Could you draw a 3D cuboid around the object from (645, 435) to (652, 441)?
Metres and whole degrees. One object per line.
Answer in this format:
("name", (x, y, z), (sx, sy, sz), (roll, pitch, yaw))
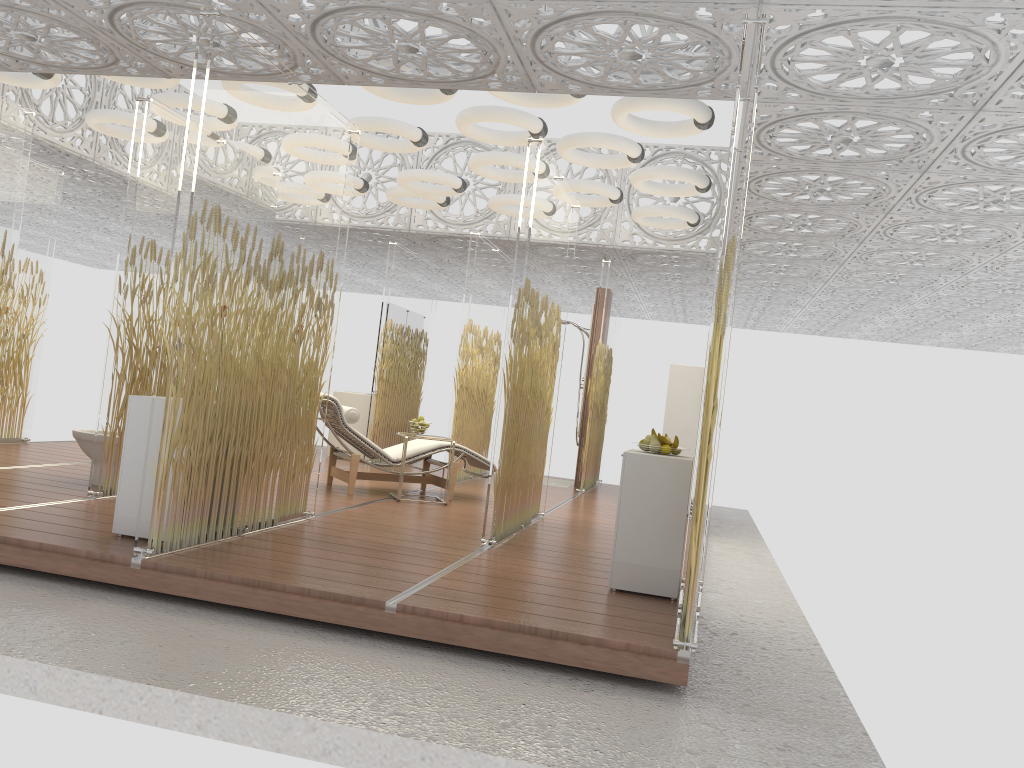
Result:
("object", (0.788, 0.321, 5.005), (0.077, 0.067, 0.078), (6, -1, 13))

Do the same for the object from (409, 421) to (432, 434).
("object", (-0.784, 0.375, 7.520), (0.206, 0.105, 0.206), (7, -1, -33))

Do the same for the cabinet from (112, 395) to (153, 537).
("cabinet", (-1.777, 0.442, 4.806), (0.358, 0.712, 0.595), (6, -1, 12))

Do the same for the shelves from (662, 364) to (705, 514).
("shelves", (1.695, 0.549, 8.950), (0.344, 1.460, 0.366), (6, -1, 12))

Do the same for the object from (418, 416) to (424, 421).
("object", (-0.770, 0.297, 7.514), (0.055, 0.056, 0.055), (6, -1, 12))

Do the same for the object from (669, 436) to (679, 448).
("object", (0.900, 0.323, 4.939), (0.051, 0.079, 0.186), (7, -1, -9))

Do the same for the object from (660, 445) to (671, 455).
("object", (0.837, 0.358, 4.835), (0.055, 0.055, 0.066), (7, -1, -30))

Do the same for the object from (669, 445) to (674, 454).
("object", (0.874, 0.346, 4.930), (0.030, 0.090, 0.195), (7, -1, -4))

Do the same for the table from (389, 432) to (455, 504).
("table", (-0.760, 0.704, 7.485), (0.420, 0.535, 0.420), (7, -1, -18))

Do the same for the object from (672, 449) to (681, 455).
("object", (0.904, 0.349, 4.941), (0.035, 0.092, 0.194), (7, -1, -19))

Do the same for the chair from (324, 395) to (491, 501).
("chair", (-1.033, 0.553, 7.815), (1.787, 0.811, 0.635), (7, -1, -28))

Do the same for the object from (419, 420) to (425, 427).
("object", (-0.760, 0.334, 7.479), (0.055, 0.054, 0.050), (7, -1, -18))

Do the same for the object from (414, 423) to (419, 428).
("object", (-0.806, 0.350, 7.467), (0.047, 0.045, 0.047), (6, -1, 16))

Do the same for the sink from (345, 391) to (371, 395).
("sink", (-1.795, 0.151, 10.886), (0.499, 0.266, 0.573), (6, -1, 15))

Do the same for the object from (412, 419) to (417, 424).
("object", (-0.824, 0.315, 7.482), (0.047, 0.045, 0.047), (6, -1, 13))

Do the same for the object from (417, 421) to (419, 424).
("object", (-0.804, 0.330, 7.514), (0.040, 0.038, 0.040), (7, -1, -17))

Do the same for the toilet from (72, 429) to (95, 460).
("toilet", (-2.857, 0.478, 6.363), (0.611, 0.506, 0.401), (6, -1, 12))

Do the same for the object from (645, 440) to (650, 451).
("object", (0.754, 0.342, 4.952), (0.056, 0.066, 0.053), (6, -1, 14))

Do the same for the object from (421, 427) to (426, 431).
("object", (-0.747, 0.377, 7.482), (0.045, 0.042, 0.045), (6, -1, 7))

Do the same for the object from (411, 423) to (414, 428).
("object", (-0.837, 0.351, 7.499), (0.040, 0.040, 0.039), (7, -1, 4))

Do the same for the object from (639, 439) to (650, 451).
("object", (0.739, 0.336, 4.895), (0.066, 0.065, 0.091), (6, -1, 27))

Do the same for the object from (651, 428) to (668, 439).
("object", (0.811, 0.290, 4.941), (0.035, 0.084, 0.200), (6, -1, 34))

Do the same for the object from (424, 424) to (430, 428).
("object", (-0.726, 0.352, 7.520), (0.055, 0.048, 0.054), (7, -1, 6))

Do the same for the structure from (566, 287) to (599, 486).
("structure", (0.775, 0.020, 10.788), (0.624, 2.402, 0.433), (7, -1, -1))

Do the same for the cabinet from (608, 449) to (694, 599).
("cabinet", (0.776, 0.740, 4.877), (0.358, 0.712, 0.595), (6, -1, 12))

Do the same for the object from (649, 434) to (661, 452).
("object", (0.781, 0.323, 4.835), (0.064, 0.097, 0.064), (7, -1, 3))

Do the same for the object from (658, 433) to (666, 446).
("object", (0.841, 0.316, 4.931), (0.032, 0.085, 0.186), (6, -1, 24))

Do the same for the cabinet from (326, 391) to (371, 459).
("cabinet", (-1.854, 0.515, 10.880), (0.549, 0.782, 0.643), (6, -1, 12))

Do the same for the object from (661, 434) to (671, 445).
("object", (0.858, 0.309, 4.913), (0.045, 0.064, 0.202), (6, -1, 16))

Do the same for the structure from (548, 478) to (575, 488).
("structure", (0.325, 1.199, 10.908), (0.879, 0.039, 1.053), (6, -1, 12))
